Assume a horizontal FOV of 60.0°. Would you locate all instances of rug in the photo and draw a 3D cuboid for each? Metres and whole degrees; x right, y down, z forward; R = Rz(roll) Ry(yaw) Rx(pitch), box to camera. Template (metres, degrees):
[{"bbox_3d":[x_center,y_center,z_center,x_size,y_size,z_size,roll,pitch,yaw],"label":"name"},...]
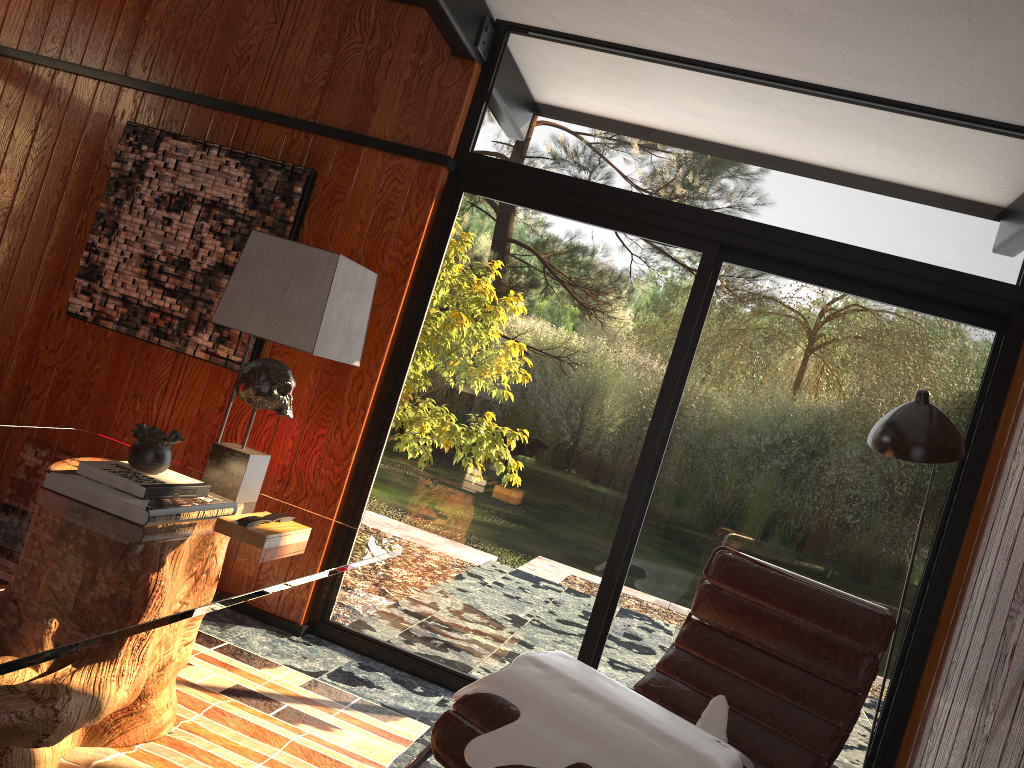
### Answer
[{"bbox_3d":[-1.651,0.700,2.081,2.410,0.042,2.439,17,-1,14],"label":"rug"}]

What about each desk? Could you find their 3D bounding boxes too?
[{"bbox_3d":[-1.139,0.532,1.783,1.150,0.632,1.900,17,-1,14],"label":"desk"}]

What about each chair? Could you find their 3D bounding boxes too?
[{"bbox_3d":[0.370,0.880,2.224,0.593,0.886,1.298,17,-1,41],"label":"chair"}]

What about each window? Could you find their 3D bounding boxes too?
[{"bbox_3d":[0.606,0.083,3.332,2.260,2.580,0.085,17,-1,14],"label":"window"}]

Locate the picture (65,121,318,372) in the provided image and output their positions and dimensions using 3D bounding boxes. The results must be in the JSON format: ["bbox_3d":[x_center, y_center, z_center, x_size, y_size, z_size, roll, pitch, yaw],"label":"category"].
[{"bbox_3d":[-1.349,-0.579,3.682,0.916,0.873,0.061,17,-1,14],"label":"picture"}]

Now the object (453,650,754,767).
[{"bbox_3d":[0.265,0.986,2.106,0.897,0.489,0.713,18,-1,-18],"label":"object"}]

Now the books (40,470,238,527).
[{"bbox_3d":[-0.877,0.268,2.126,0.286,0.040,0.366,17,-1,14],"label":"books"}]

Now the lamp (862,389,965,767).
[{"bbox_3d":[1.008,0.757,2.692,0.410,1.514,0.595,17,-1,23],"label":"lamp"}]

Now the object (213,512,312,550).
[{"bbox_3d":[-0.603,0.348,2.170,0.135,0.049,0.238,17,-1,14],"label":"object"}]

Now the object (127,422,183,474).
[{"bbox_3d":[-0.871,0.159,2.149,0.118,0.114,0.121,17,-1,8],"label":"object"}]

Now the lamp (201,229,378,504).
[{"bbox_3d":[-0.659,-0.022,2.503,0.316,0.732,0.316,17,-1,14],"label":"lamp"}]

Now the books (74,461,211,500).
[{"bbox_3d":[-0.882,0.230,2.134,0.198,0.029,0.249,17,-1,16],"label":"books"}]
